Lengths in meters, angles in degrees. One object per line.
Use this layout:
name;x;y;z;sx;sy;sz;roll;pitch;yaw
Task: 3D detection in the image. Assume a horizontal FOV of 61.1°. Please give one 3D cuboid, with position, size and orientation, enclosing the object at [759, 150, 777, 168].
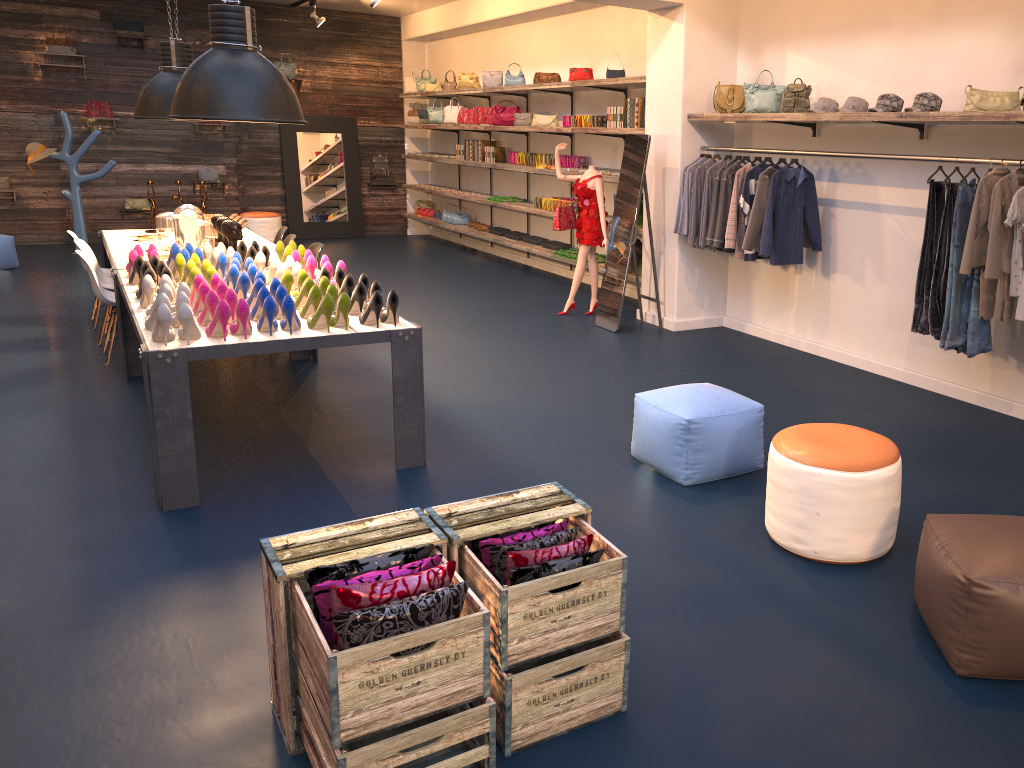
object;2.083;-1.806;7.075;0.465;0.216;0.009;-7;14;-31

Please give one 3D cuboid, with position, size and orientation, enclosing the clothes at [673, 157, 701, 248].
clothes;1.685;-1.633;7.830;0.585;0.803;0.114;-7;14;-31

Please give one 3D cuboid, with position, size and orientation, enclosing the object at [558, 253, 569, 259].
object;0.615;-1.476;9.980;0.254;0.057;0.078;-9;18;-34

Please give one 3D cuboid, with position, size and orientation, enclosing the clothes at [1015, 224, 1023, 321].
clothes;3.145;-0.786;5.098;0.550;0.819;0.133;-6;14;-28

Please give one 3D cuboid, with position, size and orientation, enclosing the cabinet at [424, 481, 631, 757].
cabinet;0.056;0.697;2.711;0.507;0.540;0.523;-7;16;-28

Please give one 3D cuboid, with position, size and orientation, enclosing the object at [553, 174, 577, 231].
object;0.529;-1.794;8.558;0.084;0.545;0.347;9;16;37

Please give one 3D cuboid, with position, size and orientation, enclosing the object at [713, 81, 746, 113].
object;1.908;-2.468;7.510;0.322;0.279;0.205;1;13;-2

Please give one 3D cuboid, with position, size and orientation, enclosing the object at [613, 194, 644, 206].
object;1.233;-1.868;9.044;0.395;0.385;0.172;-3;13;-17

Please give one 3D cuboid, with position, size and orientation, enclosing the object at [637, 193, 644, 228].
object;1.347;-1.755;8.724;0.370;0.351;0.152;-7;15;-30

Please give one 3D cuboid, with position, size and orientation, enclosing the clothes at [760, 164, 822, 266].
clothes;2.226;-1.340;6.891;0.728;0.785;0.164;-7;14;-31

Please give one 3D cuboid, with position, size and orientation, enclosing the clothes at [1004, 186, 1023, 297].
clothes;3.105;-0.857;5.159;0.593;0.676;0.109;-8;15;-31

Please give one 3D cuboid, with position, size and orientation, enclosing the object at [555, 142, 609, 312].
object;0.737;-1.494;8.463;0.693;1.641;0.376;10;16;37

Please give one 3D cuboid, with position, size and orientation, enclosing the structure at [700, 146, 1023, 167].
structure;3.529;-1.039;4.272;0.042;0.038;8.195;-6;18;-26

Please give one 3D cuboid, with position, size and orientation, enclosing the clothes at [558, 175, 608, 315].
clothes;0.739;-1.353;8.482;0.501;1.365;0.322;-11;17;-41

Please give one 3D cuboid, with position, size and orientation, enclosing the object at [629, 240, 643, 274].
object;1.316;-1.314;8.915;0.370;0.351;0.152;-7;15;-30

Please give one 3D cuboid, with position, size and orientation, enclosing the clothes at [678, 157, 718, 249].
clothes;1.713;-1.616;7.775;0.585;0.803;0.114;-7;14;-31

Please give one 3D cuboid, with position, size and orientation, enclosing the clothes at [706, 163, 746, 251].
clothes;1.928;-1.508;7.422;0.707;0.743;0.120;-7;14;-29

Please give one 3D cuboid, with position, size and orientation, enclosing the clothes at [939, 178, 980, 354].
clothes;2.874;-0.741;5.550;0.145;1.120;0.251;11;16;41

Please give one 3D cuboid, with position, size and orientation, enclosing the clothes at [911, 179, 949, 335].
clothes;2.788;-0.838;5.795;0.248;1.033;0.138;-7;14;-30

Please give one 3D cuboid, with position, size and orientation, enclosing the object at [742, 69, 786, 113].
object;2.103;-2.435;7.244;0.363;0.361;0.181;2;13;5

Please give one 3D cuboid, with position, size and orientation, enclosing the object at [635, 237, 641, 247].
object;1.203;-1.427;9.235;0.395;0.385;0.171;-3;13;-17

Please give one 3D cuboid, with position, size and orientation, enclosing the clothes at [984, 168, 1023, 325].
clothes;3.041;-0.836;5.294;0.564;0.933;0.172;-8;15;-34

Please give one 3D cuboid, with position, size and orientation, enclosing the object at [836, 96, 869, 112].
object;2.493;-2.043;6.360;0.236;0.123;0.190;3;15;6

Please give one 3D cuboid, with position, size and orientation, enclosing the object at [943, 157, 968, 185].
object;2.854;-1.367;5.569;0.251;0.174;0.013;-8;14;-31

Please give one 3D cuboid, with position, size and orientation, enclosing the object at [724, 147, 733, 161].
object;1.860;-1.927;7.470;0.465;0.216;0.009;-7;14;-31

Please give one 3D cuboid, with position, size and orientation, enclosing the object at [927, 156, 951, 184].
object;2.799;-1.399;5.674;0.251;0.174;0.013;-8;14;-31

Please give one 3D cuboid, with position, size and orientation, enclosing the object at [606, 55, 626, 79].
object;1.057;-3.238;8.829;0.201;0.275;0.059;1;12;-1

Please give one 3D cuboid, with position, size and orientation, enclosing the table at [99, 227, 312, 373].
table;-2.628;-0.797;7.239;1.331;0.729;2.387;-6;18;-27

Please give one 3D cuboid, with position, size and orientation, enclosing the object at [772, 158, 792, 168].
object;2.152;-1.757;6.921;0.465;0.216;0.009;-7;14;-31

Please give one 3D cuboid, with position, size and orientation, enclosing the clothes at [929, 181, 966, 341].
clothes;2.867;-0.797;5.678;0.248;1.033;0.138;-7;14;-30

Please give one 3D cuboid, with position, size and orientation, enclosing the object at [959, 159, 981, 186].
object;2.904;-1.337;5.472;0.251;0.174;0.013;-8;14;-31

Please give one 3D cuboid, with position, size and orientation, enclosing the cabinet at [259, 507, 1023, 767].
cabinet;0.715;0.704;2.776;2.945;0.540;0.718;-3;15;-17

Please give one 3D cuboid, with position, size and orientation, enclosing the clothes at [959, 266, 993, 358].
clothes;2.975;-0.733;5.537;0.220;1.120;0.222;-5;13;-21

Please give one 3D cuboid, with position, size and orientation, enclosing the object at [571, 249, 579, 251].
object;0.762;-1.572;10.236;0.235;0.053;0.086;2;15;0

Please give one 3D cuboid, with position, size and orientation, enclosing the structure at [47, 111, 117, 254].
structure;-5.581;-2.581;11.183;0.982;1.782;0.172;-1;12;-6

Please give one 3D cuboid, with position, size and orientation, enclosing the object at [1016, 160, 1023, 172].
object;3.041;-1.252;5.197;0.437;0.176;0.016;-7;14;-29

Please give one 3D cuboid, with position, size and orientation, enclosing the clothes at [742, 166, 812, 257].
clothes;2.159;-1.388;7.019;0.759;0.725;0.162;-8;15;-32

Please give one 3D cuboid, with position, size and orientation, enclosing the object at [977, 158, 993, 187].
object;2.959;-1.305;5.367;0.251;0.174;0.013;-8;14;-31

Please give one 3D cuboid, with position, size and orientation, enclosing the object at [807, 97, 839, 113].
object;2.367;-2.118;6.603;0.236;0.123;0.190;3;15;6

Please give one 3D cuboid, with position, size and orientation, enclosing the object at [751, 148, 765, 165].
object;2.030;-1.836;7.173;0.465;0.216;0.009;-7;14;-31

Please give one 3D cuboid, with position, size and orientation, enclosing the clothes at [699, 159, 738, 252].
clothes;1.873;-1.554;7.549;0.572;0.790;0.176;-8;15;-34

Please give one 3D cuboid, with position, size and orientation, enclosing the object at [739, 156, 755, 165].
object;1.960;-1.867;7.277;0.465;0.216;0.009;-7;14;-31

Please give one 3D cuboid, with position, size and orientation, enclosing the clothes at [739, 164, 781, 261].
clothes;2.084;-1.412;7.156;0.609;0.783;0.116;-7;14;-29

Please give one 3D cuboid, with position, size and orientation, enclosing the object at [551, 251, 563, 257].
object;0.542;-1.522;10.132;0.254;0.057;0.078;-9;18;-34

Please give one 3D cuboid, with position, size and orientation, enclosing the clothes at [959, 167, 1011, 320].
clothes;2.999;-0.864;5.385;0.564;0.933;0.172;-8;15;-34

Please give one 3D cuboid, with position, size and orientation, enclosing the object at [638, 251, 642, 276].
object;1.411;-1.270;8.807;0.401;0.334;0.206;-5;14;-23

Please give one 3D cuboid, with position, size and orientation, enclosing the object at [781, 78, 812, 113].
object;2.247;-2.293;6.925;0.255;0.280;0.363;-2;15;-10

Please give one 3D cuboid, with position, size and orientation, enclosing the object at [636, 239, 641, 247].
object;1.263;-1.357;9.092;0.401;0.334;0.206;-5;14;-23

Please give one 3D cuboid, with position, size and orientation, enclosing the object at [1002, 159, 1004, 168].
object;2.992;-1.284;5.302;0.437;0.176;0.016;-7;14;-29

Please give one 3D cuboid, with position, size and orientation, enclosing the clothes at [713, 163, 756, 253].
clothes;1.970;-1.484;7.343;0.707;0.743;0.120;-7;14;-29

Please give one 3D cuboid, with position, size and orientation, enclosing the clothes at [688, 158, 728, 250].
clothes;1.805;-1.594;7.680;0.572;0.790;0.176;-8;15;-34

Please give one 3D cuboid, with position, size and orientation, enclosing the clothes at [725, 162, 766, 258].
clothes;2.040;-1.448;7.244;0.728;0.785;0.164;-7;14;-31

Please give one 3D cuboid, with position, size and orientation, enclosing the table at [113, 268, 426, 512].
table;-1.551;-0.167;5.177;1.331;0.729;2.387;-6;18;-27
